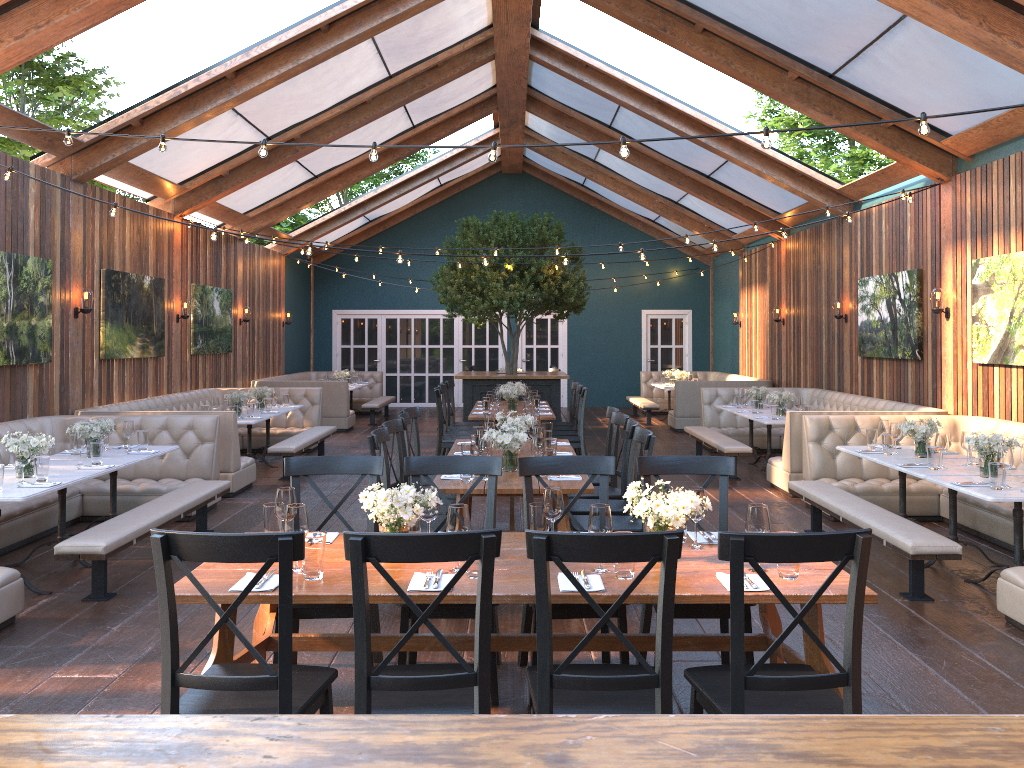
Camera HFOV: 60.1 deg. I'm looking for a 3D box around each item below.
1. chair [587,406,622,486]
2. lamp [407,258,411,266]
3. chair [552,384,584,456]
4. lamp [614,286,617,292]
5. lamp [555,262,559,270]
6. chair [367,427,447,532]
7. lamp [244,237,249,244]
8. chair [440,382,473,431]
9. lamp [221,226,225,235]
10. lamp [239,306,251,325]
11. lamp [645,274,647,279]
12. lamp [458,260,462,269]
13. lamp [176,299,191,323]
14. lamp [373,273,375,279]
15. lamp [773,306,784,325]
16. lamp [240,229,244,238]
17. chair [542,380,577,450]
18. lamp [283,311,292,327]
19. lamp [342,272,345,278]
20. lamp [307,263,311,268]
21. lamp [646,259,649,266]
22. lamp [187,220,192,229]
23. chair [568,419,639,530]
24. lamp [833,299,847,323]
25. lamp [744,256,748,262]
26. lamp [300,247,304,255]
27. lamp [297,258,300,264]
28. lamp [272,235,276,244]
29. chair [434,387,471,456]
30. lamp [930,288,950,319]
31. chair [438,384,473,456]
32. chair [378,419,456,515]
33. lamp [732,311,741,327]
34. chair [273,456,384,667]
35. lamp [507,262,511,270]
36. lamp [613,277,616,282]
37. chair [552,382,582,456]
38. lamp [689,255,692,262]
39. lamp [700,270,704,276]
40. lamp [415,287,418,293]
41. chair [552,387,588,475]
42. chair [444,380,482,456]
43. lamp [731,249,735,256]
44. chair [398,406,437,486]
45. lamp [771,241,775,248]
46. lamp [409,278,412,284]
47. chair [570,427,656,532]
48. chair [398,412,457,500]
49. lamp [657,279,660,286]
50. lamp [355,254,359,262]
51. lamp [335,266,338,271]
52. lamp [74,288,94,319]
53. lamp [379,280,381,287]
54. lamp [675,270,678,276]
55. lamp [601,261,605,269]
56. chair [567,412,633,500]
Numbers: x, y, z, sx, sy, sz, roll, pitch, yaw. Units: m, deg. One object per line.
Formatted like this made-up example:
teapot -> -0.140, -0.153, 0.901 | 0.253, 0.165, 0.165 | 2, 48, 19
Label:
chair -> 0.628, 0.709, 7.134 | 0.539, 1.021, 0.477 | 0, 0, 0
lamp -> -1.504, -1.779, 12.919 | 0.056, 0.120, 0.056 | 0, 0, -13
chair -> 0.628, 0.527, 10.550 | 0.539, 1.021, 0.477 | 0, 0, 0
lamp -> 1.830, -1.681, 15.646 | 0.056, 0.121, 0.056 | 0, 0, -24
lamp -> 0.686, -1.809, 13.575 | 0.060, 0.119, 0.056 | 0, 0, -15
chair -> -0.633, 0.799, 5.453 | 0.539, 1.021, 0.477 | 0, 0, 0
lamp -> -3.651, -1.987, 12.180 | 0.065, 0.118, 0.056 | 0, 0, -42
chair -> -0.674, 0.497, 11.111 | 0.539, 1.021, 0.477 | 0, 0, -5
lamp -> -3.834, -2.034, 11.743 | 0.056, 0.120, 0.056 | 0, 0, -34
lamp -> -4.411, -1.130, 14.646 | 0.178, 0.320, 0.146 | 0, 0, 0
lamp -> 2.990, -2.401, 19.778 | 0.056, 0.120, 0.056 | 0, 0, 21
lamp -> -0.774, -1.774, 13.138 | 0.056, 0.121, 0.056 | 0, 0, -19
lamp -> -4.411, -0.983, 11.900 | 0.178, 0.320, 0.146 | 0, 0, 0
lamp -> -2.807, -2.202, 18.009 | 0.056, 0.120, 0.056 | 0, 0, 15
lamp -> 4.408, -1.130, 14.646 | 0.178, 0.320, 0.146 | 0, 0, 0
lamp -> -3.558, -1.980, 11.669 | 0.056, 0.121, 0.056 | 0, 0, 3
chair -> 0.628, 0.467, 11.671 | 0.539, 1.021, 0.477 | 0, 0, 0
lamp -> -4.411, -1.277, 17.394 | 0.178, 0.320, 0.146 | 0, 0, 0
lamp -> -3.257, -2.105, 17.122 | 0.059, 0.119, 0.056 | 0, 0, -6
lamp -> -3.968, -2.318, 17.291 | 0.056, 0.114, 0.076 | 0, 0, -45
lamp -> 2.143, -1.918, 13.996 | 0.056, 0.117, 0.068 | 0, 0, -3
lamp -> -4.356, -2.159, 11.953 | 0.056, 0.119, 0.061 | 0, 0, 35
chair -> 0.628, 0.769, 6.014 | 0.539, 1.021, 0.477 | 0, 0, 5
lamp -> 4.408, -0.983, 11.900 | 0.178, 0.320, 0.146 | 0, 0, 0
lamp -> 3.932, -2.104, 14.890 | 0.074, 0.115, 0.056 | 0, 0, 6
lamp -> -2.939, -1.873, 12.421 | 0.056, 0.119, 0.062 | 0, 0, 42
lamp -> -4.223, -2.437, 17.492 | 0.056, 0.120, 0.056 | 0, 0, -30
lamp -> -3.104, -1.886, 11.546 | 0.056, 0.121, 0.056 | 0, 0, 24
chair -> -0.650, 0.557, 9.990 | 0.539, 1.021, 0.477 | 0, 0, -5
lamp -> 4.408, -0.836, 9.131 | 0.178, 0.320, 0.146 | 0, 0, 0
chair -> -0.650, 0.527, 10.550 | 0.539, 1.021, 0.477 | 0, 0, 3
chair -> -0.639, 0.769, 6.013 | 0.539, 1.021, 0.477 | 0, 0, 6
lamp -> 4.408, -1.277, 17.394 | 0.178, 0.320, 0.146 | 0, 0, 0
chair -> -0.842, 0.872, 4.090 | 0.477, 1.021, 0.539 | 0, 0, -5
lamp -> -0.046, -1.786, 13.370 | 0.056, 0.121, 0.056 | 0, 0, 25
lamp -> 2.269, -2.308, 19.582 | 0.056, 0.119, 0.061 | 0, 0, 1
chair -> 0.628, 0.497, 11.110 | 0.539, 1.021, 0.477 | 0, 0, -5
lamp -> 2.869, -2.016, 14.222 | 0.056, 0.121, 0.056 | 0, 0, -18
lamp -> 3.250, -1.898, 15.131 | 0.056, 0.118, 0.066 | 0, 0, -24
lamp -> -1.796, -1.783, 16.723 | 0.056, 0.115, 0.074 | 0, 0, 43
chair -> 0.628, 0.557, 9.990 | 0.539, 1.021, 0.477 | 0, 0, 5
chair -> -0.638, 0.467, 11.670 | 0.539, 1.021, 0.477 | 0, 0, 5
lamp -> 3.595, -2.144, 14.410 | 0.064, 0.118, 0.056 | 0, 0, 9
chair -> -0.641, 0.710, 7.128 | 0.539, 1.021, 0.477 | 0, 0, 8
lamp -> 4.315, -2.310, 14.624 | 0.056, 0.120, 0.056 | 0, 0, 29
lamp -> -2.095, -2.128, 18.267 | 0.056, 0.120, 0.056 | 0, 0, 2
chair -> 0.628, 0.799, 5.453 | 0.539, 1.021, 0.477 | 0, 0, 0
chair -> -0.612, 0.740, 6.560 | 0.539, 1.021, 0.477 | 0, 0, -3
lamp -> 2.544, -1.763, 15.384 | 0.056, 0.121, 0.056 | 0, 0, -23
lamp -> -2.227, -1.808, 12.678 | 0.056, 0.120, 0.056 | 0, 0, -34
lamp -> -3.518, -2.311, 17.755 | 0.056, 0.121, 0.056 | 0, 0, -16
lamp -> -4.411, -0.836, 9.131 | 0.178, 0.320, 0.146 | 0, 0, 0
lamp -> -2.529, -1.924, 16.944 | 0.056, 0.119, 0.059 | 0, 0, 4
lamp -> 3.717, -2.509, 19.978 | 0.056, 0.121, 0.056 | 0, 0, -18
lamp -> 1.419, -1.851, 13.786 | 0.060, 0.119, 0.056 | 0, 0, 24
chair -> 0.628, 0.739, 6.573 | 0.539, 1.021, 0.477 | 0, 0, -5
